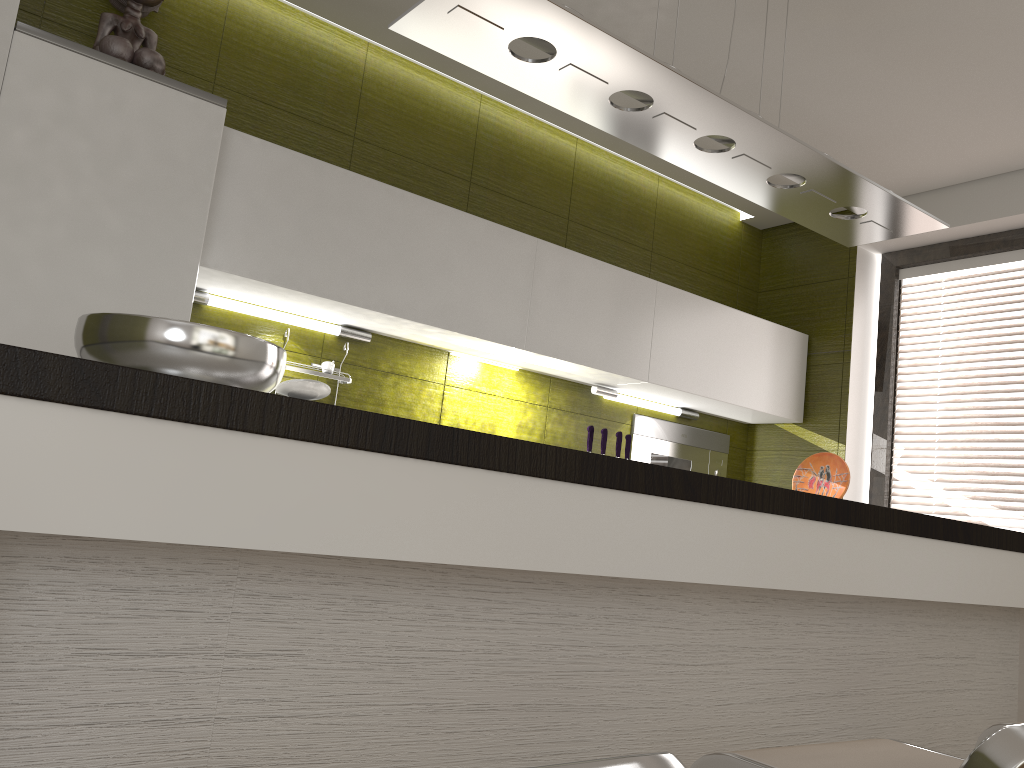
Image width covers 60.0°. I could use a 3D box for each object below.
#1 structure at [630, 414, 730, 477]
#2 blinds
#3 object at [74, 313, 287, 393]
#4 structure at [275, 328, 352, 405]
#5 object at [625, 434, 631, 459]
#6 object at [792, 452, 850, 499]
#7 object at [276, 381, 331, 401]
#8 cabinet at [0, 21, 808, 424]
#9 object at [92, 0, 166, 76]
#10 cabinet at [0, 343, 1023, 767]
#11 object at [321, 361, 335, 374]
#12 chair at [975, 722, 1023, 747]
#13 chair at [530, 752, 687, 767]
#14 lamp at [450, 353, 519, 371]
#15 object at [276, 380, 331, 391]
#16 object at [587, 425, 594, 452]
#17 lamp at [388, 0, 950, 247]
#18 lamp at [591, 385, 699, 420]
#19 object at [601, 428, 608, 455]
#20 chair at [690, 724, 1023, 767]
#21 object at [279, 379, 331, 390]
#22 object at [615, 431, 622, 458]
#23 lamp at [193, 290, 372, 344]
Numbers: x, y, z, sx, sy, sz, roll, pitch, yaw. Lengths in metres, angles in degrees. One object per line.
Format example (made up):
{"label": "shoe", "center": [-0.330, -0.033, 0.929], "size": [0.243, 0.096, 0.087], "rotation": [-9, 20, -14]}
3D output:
{"label": "structure", "center": [0.795, 0.427, 4.186], "size": [0.663, 0.469, 0.015], "rotation": [13, -11, -36]}
{"label": "blinds", "center": [2.983, -1.723, 8.126], "size": [16.000, 12.704, 9.030], "rotation": [6, -9, 3]}
{"label": "object", "center": [-0.518, -0.021, 1.388], "size": [0.311, 0.105, 0.311], "rotation": [10, -9, -23]}
{"label": "structure", "center": [-0.680, -0.003, 3.051], "size": [0.266, 0.346, 0.110], "rotation": [13, -11, -36]}
{"label": "object", "center": [0.482, 0.327, 3.783], "size": [0.040, 0.231, 0.013], "rotation": [13, -11, -36]}
{"label": "object", "center": [0.925, 0.290, 2.657], "size": [0.055, 0.178, 0.184], "rotation": [14, -11, -39]}
{"label": "object", "center": [-0.704, 0.024, 2.989], "size": [0.181, 0.052, 0.173], "rotation": [13, -11, -36]}
{"label": "cabinet", "center": [-0.183, 0.458, 3.330], "size": [3.471, 2.089, 0.724], "rotation": [13, -11, -36]}
{"label": "object", "center": [-1.124, -1.069, 2.639], "size": [0.195, 0.488, 0.304], "rotation": [13, -11, -38]}
{"label": "cabinet", "center": [0.321, 0.790, 1.955], "size": [2.947, 1.134, 0.663], "rotation": [13, -11, -36]}
{"label": "object", "center": [-0.644, -0.054, 3.094], "size": [0.046, 0.053, 0.051], "rotation": [7, -9, -5]}
{"label": "chair", "center": [1.159, 0.978, 1.626], "size": [0.418, 0.857, 0.460], "rotation": [12, -10, -30]}
{"label": "chair", "center": [-0.181, 0.670, 0.637], "size": [0.418, 0.857, 0.460], "rotation": [14, -11, -40]}
{"label": "lamp", "center": [-0.106, -0.088, 3.554], "size": [0.334, 0.008, 0.008], "rotation": [13, -11, -36]}
{"label": "object", "center": [-0.704, 0.021, 2.991], "size": [0.181, 0.052, 0.173], "rotation": [13, -11, -36]}
{"label": "object", "center": [0.303, 0.336, 3.648], "size": [0.046, 0.339, 0.013], "rotation": [13, -11, -36]}
{"label": "lamp", "center": [0.542, -0.928, 2.253], "size": [1.677, 0.683, 0.326], "rotation": [13, -11, -36]}
{"label": "lamp", "center": [0.618, 0.089, 4.033], "size": [0.716, 0.041, 0.095], "rotation": [13, -11, -36]}
{"label": "object", "center": [0.370, 0.314, 3.700], "size": [0.042, 0.264, 0.013], "rotation": [13, -11, -36]}
{"label": "chair", "center": [0.489, 0.824, 1.131], "size": [0.418, 0.857, 0.460], "rotation": [13, -11, -35]}
{"label": "object", "center": [-0.704, 0.018, 2.992], "size": [0.181, 0.052, 0.173], "rotation": [13, -11, -36]}
{"label": "object", "center": [0.442, 0.319, 3.754], "size": [0.036, 0.243, 0.013], "rotation": [13, -11, -36]}
{"label": "lamp", "center": [-0.804, -0.232, 3.021], "size": [0.715, 0.041, 0.041], "rotation": [13, -11, -36]}
